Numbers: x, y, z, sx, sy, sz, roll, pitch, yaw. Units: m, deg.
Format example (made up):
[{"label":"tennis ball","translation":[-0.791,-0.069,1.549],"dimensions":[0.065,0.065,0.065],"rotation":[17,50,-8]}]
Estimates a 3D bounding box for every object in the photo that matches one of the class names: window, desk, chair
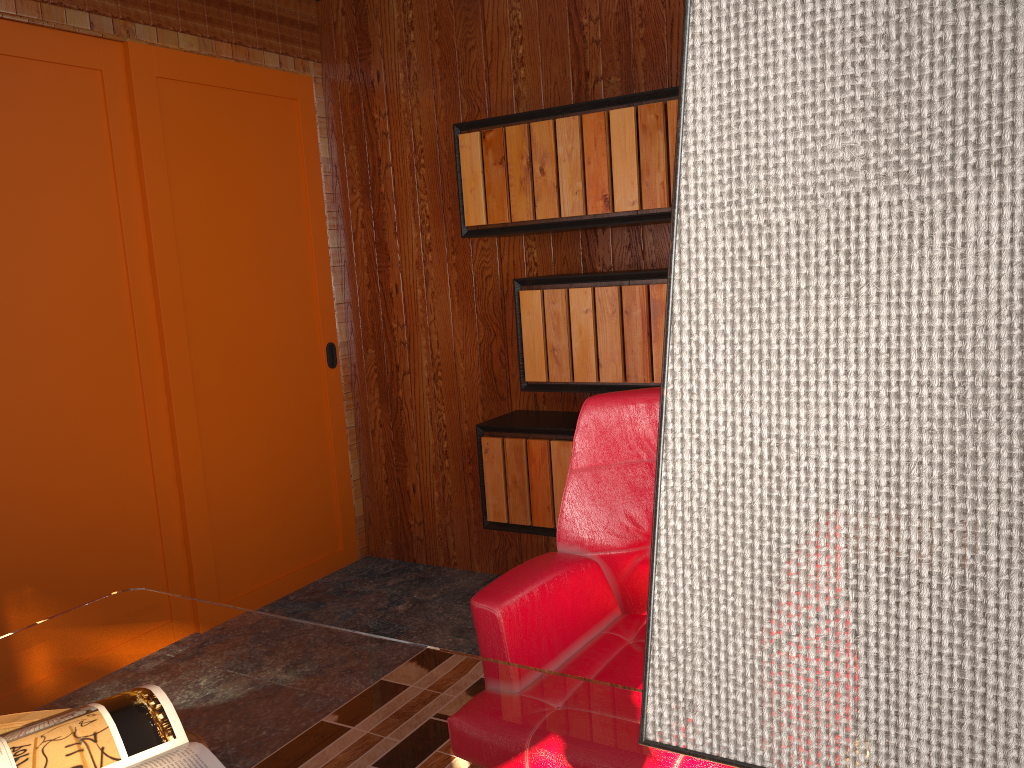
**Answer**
[{"label":"window","translation":[-1.215,-0.127,3.081],"dimensions":[0.070,2.164,1.837],"rotation":[1,9,31]},{"label":"desk","translation":[-0.276,0.844,0.972],"dimensions":[1.900,0.632,1.150],"rotation":[1,9,31]},{"label":"chair","translation":[0.345,0.528,1.774],"dimensions":[0.621,0.956,0.839],"rotation":[1,9,31]}]

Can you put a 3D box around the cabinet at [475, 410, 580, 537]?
[{"label":"cabinet","translation":[0.661,0.328,2.921],"dimensions":[1.653,0.390,0.321],"rotation":[1,9,31]}]

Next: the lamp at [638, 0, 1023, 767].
[{"label":"lamp","translation":[0.268,0.198,0.386],"dimensions":[0.316,0.732,0.316],"rotation":[1,9,31]}]

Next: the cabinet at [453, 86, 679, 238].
[{"label":"cabinet","translation":[0.589,-0.715,2.775],"dimensions":[1.653,0.390,0.321],"rotation":[1,9,31]}]

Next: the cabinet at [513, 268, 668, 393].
[{"label":"cabinet","translation":[0.796,-0.178,2.748],"dimensions":[1.653,0.390,0.321],"rotation":[1,9,31]}]

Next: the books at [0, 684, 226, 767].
[{"label":"books","translation":[-0.563,0.497,1.133],"dimensions":[0.300,0.049,0.422],"rotation":[-10,10,-39]}]
